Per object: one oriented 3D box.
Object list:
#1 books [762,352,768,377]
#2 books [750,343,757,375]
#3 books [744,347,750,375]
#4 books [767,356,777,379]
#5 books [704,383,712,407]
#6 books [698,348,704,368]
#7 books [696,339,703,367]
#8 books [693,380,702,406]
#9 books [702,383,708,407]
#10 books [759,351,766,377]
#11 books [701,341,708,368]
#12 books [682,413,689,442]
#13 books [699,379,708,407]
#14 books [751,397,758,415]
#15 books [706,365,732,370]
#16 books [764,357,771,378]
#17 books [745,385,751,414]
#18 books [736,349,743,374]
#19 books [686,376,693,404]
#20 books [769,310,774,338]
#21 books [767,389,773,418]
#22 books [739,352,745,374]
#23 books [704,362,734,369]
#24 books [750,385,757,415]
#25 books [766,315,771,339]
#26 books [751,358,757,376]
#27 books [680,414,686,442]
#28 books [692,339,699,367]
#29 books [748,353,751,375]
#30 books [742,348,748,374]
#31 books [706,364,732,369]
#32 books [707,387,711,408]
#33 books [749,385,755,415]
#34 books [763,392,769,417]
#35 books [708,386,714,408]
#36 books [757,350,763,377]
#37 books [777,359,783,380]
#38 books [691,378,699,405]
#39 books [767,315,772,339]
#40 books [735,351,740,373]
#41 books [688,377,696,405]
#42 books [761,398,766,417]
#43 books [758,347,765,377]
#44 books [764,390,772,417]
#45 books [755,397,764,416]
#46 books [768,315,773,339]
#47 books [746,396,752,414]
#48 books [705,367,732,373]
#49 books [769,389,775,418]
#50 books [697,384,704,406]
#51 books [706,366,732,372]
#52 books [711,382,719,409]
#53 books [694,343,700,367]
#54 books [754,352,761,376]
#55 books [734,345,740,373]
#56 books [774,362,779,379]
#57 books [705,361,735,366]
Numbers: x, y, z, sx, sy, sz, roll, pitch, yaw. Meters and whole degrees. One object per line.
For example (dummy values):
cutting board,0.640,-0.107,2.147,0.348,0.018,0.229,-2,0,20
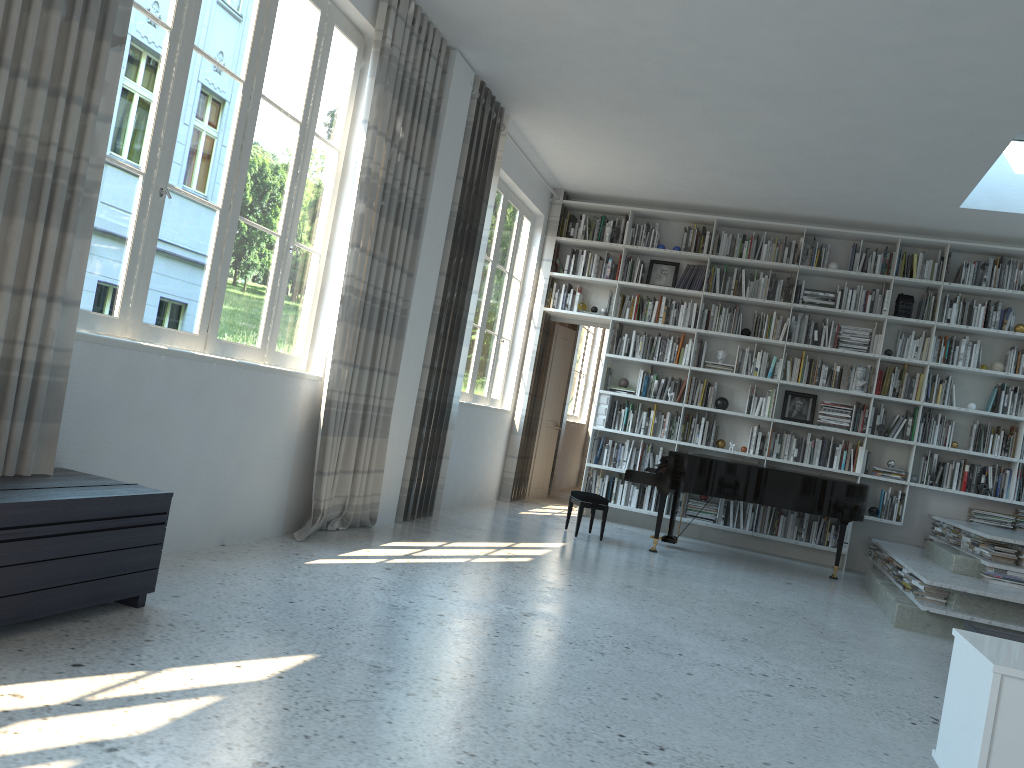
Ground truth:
books,2.457,-0.171,8.608,0.022,0.256,0.152,10,-1,16
books,2.350,-0.226,8.626,0.010,0.329,0.173,10,-1,16
books,2.288,-0.215,8.635,0.012,0.286,0.167,10,-1,16
books,2.512,-0.148,8.567,0.060,0.227,0.179,10,-1,16
books,1.930,0.118,8.742,0.028,0.247,0.142,10,-1,16
books,1.869,-0.246,8.777,0.034,0.209,0.136,10,-1,16
books,1.858,-0.292,8.795,0.011,0.298,0.136,10,-1,16
books,1.833,0.093,8.751,0.036,0.263,0.166,10,-1,16
books,1.905,0.115,8.732,0.014,0.244,0.153,10,-1,16
books,2.430,-0.178,8.595,0.023,0.259,0.170,10,-1,16
books,1.899,-0.276,8.765,0.021,0.278,0.136,10,-1,16
books,1.714,0.434,8.761,0.013,0.283,0.146,10,-1,16
books,1.883,0.095,8.718,0.026,0.274,0.190,10,-1,16
books,2.354,0.222,8.609,0.030,0.183,0.154,10,-1,16
books,2.032,-0.156,8.712,0.254,0.012,0.161,10,-2,11
books,2.476,-0.149,8.602,0.026,0.219,0.150,10,-1,16
books,2.295,0.159,8.619,0.012,0.285,0.159,10,-1,16
books,2.221,-0.207,8.651,0.030,0.247,0.174,10,-1,16
books,1.757,0.069,8.786,0.012,0.285,0.159,10,-1,16
books,2.514,-0.560,8.602,0.006,0.303,0.165,10,-1,16
books,2.489,0.195,8.547,0.011,0.279,0.187,10,-1,16
books,2.252,-0.190,8.671,0.024,0.227,0.137,10,-1,16
books,2.038,-0.180,8.718,0.285,0.012,0.159,9,-2,18
books,2.343,0.161,8.609,0.012,0.298,0.166,10,-1,16
books,2.490,-0.538,8.612,0.017,0.253,0.139,10,-1,16
books,2.358,-0.153,8.634,0.025,0.189,0.140,10,-1,16
books,1.704,0.436,8.774,0.013,0.275,0.147,10,-1,16
books,1.821,-0.292,8.793,0.012,0.285,0.159,10,-1,16
books,2.316,-0.179,8.642,0.048,0.224,0.149,10,-1,16
books,2.273,-0.207,8.651,0.022,0.267,0.151,10,-1,16
books,2.036,-0.168,8.716,0.254,0.012,0.161,10,-2,13
books,1.939,0.139,8.717,0.011,0.208,0.180,10,-1,16
books,2.332,0.163,8.615,0.011,0.291,0.156,10,-1,16
books,2.450,0.206,8.560,0.012,0.244,0.171,10,-1,16
books,1.957,0.137,8.708,0.028,0.216,0.175,10,-1,16
books,2.401,-0.186,8.594,0.012,0.265,0.193,10,-1,16
books,2.583,-0.130,8.567,0.026,0.217,0.126,10,-1,16
books,1.807,0.083,8.766,0.026,0.275,0.154,10,-1,16
books,2.501,-0.543,8.609,0.004,0.265,0.142,10,-1,16
books,2.206,-0.201,8.675,0.010,0.232,0.154,10,-1,16
books,1.783,0.074,8.769,0.025,0.284,0.145,10,-1,16
books,2.431,0.232,8.575,0.024,0.188,0.172,10,-1,16
books,2.418,-0.201,8.599,0.011,0.300,0.178,10,-1,16
books,2.473,0.197,8.562,0.027,0.269,0.178,10,-1,16
books,2.392,0.225,8.582,0.057,0.188,0.156,10,-1,16
books,2.503,-0.536,8.601,0.006,0.253,0.180,10,-1,16
books,2.302,0.211,8.608,0.025,0.186,0.154,10,-1,16
books,2.031,-0.131,8.722,0.254,0.012,0.161,10,-2,16
books,2.505,0.196,8.546,0.021,0.281,0.162,10,-1,16
books,1.860,0.115,8.745,0.025,0.228,0.153,10,-1,16
books,2.031,-0.144,8.714,0.254,0.012,0.161,10,-2,12
books,1.992,0.119,8.715,0.028,0.266,0.144,10,-1,16
books,1.833,-0.276,8.782,0.024,0.257,0.134,10,-1,16
books,2.383,-0.179,8.609,0.028,0.247,0.170,10,-1,16
books,2.196,-0.230,8.666,0.012,0.285,0.159,10,-1,16
books,2.554,-0.117,8.572,0.027,0.181,0.142,10,-1,16
books,2.039,-0.192,8.714,0.285,0.012,0.159,10,-2,12
